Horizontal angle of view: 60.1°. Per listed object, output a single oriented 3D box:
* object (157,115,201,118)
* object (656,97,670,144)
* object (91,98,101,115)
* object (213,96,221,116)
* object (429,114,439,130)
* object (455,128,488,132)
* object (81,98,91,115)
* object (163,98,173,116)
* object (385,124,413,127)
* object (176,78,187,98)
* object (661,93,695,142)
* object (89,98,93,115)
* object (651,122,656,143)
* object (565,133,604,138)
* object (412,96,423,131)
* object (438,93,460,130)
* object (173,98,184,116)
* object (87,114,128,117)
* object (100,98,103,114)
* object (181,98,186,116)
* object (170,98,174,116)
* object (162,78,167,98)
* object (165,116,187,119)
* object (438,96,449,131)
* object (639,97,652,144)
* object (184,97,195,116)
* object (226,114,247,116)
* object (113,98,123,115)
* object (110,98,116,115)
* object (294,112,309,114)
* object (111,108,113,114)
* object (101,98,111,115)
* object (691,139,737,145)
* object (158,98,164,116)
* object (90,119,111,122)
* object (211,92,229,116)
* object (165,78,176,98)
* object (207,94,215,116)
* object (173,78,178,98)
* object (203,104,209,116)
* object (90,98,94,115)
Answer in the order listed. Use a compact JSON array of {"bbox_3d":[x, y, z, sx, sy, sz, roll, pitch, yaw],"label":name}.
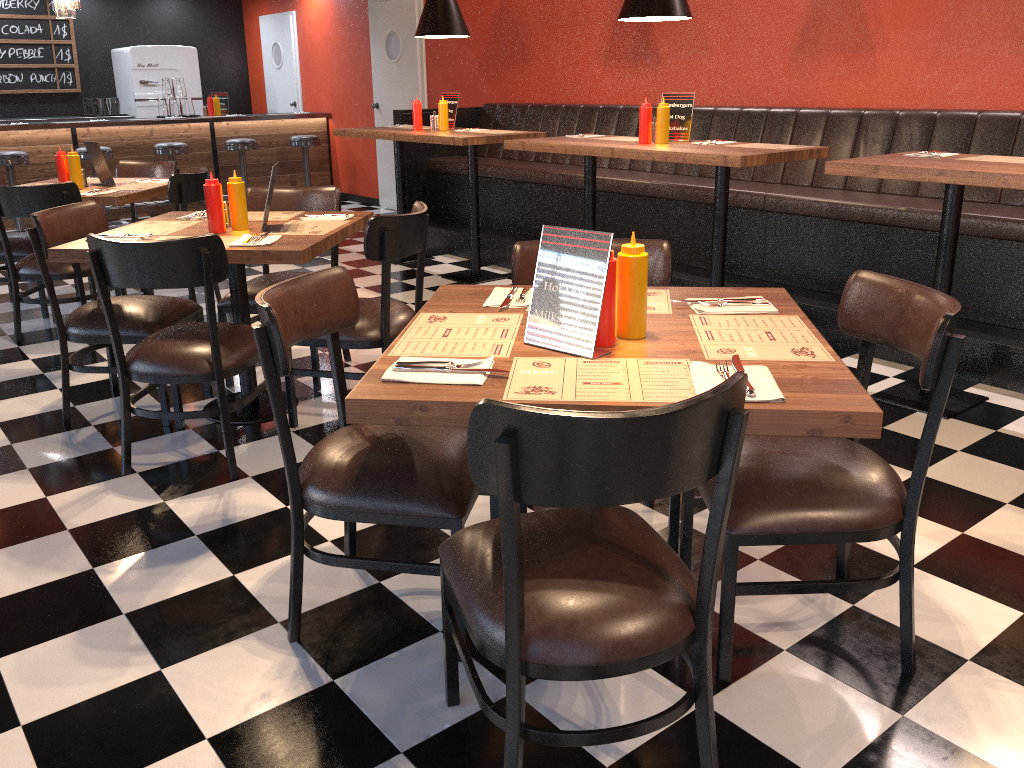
[{"bbox_3d":[-3.715,-2.982,9.872,0.439,0.018,0.275,-15,24,-36],"label":"object"},{"bbox_3d":[0.794,-1.384,4.658,0.068,0.235,0.068,-10,19,-28],"label":"object"},{"bbox_3d":[-4.903,-3.265,10.464,0.105,0.206,0.107,1,17,6],"label":"object"},{"bbox_3d":[-3.332,-3.150,10.007,0.068,0.235,0.068,5,18,20],"label":"object"},{"bbox_3d":[-0.553,-1.889,6.354,0.094,0.134,0.047,15,23,41],"label":"object"},{"bbox_3d":[-0.297,-1.781,6.204,0.256,0.019,0.158,-17,25,-39],"label":"object"},{"bbox_3d":[-5.173,-3.367,10.775,0.105,0.206,0.107,1,17,6],"label":"object"},{"bbox_3d":[-3.784,-3.034,9.732,0.105,0.206,0.107,1,17,6],"label":"object"},{"bbox_3d":[-0.889,-2.021,6.931,0.256,0.019,0.158,-17,25,-39],"label":"object"},{"bbox_3d":[-3.648,-3.265,9.764,0.105,0.206,0.107,1,17,6],"label":"object"},{"bbox_3d":[0.893,-1.455,4.831,0.189,0.254,0.073,9,20,30],"label":"object"},{"bbox_3d":[-5.057,-3.355,10.732,0.105,0.206,0.107,1,17,6],"label":"object"},{"bbox_3d":[0.768,-1.372,4.782,0.094,0.134,0.047,14,23,40],"label":"object"},{"bbox_3d":[0.428,-1.506,5.367,0.256,0.019,0.158,-17,25,-39],"label":"object"},{"bbox_3d":[-0.680,-1.941,6.353,0.068,0.235,0.068,7,19,25],"label":"object"},{"bbox_3d":[-0.467,-1.986,6.446,0.189,0.254,0.073,15,23,41],"label":"object"},{"bbox_3d":[-3.692,-3.055,9.789,0.105,0.206,0.107,1,17,6],"label":"object"},{"bbox_3d":[-4.851,-3.221,10.622,0.439,0.018,0.275,-15,24,-36],"label":"object"},{"bbox_3d":[-5.068,-3.400,10.867,0.105,0.206,0.107,1,17,6],"label":"object"},{"bbox_3d":[-3.673,-3.107,9.938,0.105,0.206,0.107,1,17,6],"label":"object"},{"bbox_3d":[-3.766,-3.081,9.867,0.105,0.206,0.107,1,17,6],"label":"object"},{"bbox_3d":[-3.807,-3.264,9.769,0.105,0.206,0.107,1,17,6],"label":"object"},{"bbox_3d":[-3.638,-2.878,9.565,0.158,0.019,0.257,-17,25,-40],"label":"object"},{"bbox_3d":[-0.484,-1.908,6.249,0.068,0.235,0.068,7,19,25],"label":"object"},{"bbox_3d":[0.708,-1.395,4.693,0.068,0.235,0.068,-6,18,-17],"label":"object"},{"bbox_3d":[-3.591,-3.080,9.857,0.105,0.206,0.107,1,17,6],"label":"object"},{"bbox_3d":[-3.121,-3.033,9.991,0.158,0.019,0.257,-18,25,-40],"label":"object"},{"bbox_3d":[-4.707,-3.318,10.608,0.105,0.206,0.107,1,17,6],"label":"object"},{"bbox_3d":[-4.784,-3.345,10.691,0.105,0.206,0.107,1,17,6],"label":"object"},{"bbox_3d":[-2.486,-3.208,10.473,0.158,0.019,0.257,-11,21,-26],"label":"object"},{"bbox_3d":[-4.904,-3.402,10.864,0.105,0.206,0.107,1,17,6],"label":"object"},{"bbox_3d":[-4.839,-3.303,10.572,0.105,0.206,0.107,1,17,6],"label":"object"},{"bbox_3d":[1.049,-1.272,4.653,0.256,0.019,0.158,-17,25,-39],"label":"object"},{"bbox_3d":[-3.863,-3.059,9.808,0.105,0.206,0.107,1,17,6],"label":"object"},{"bbox_3d":[-4.238,-2.711,9.105,0.158,0.019,0.257,-15,23,-35],"label":"object"},{"bbox_3d":[-3.341,-3.205,10.141,0.188,0.254,0.073,-2,17,-3],"label":"object"},{"bbox_3d":[-3.747,-3.243,9.703,0.105,0.206,0.107,1,17,6],"label":"object"},{"bbox_3d":[-3.376,-3.122,9.928,0.068,0.235,0.068,-3,17,-7],"label":"object"},{"bbox_3d":[-3.722,-3.292,9.845,0.105,0.206,0.107,1,17,6],"label":"object"},{"bbox_3d":[-3.447,-3.093,10.006,0.094,0.134,0.047,-17,23,-41],"label":"object"},{"bbox_3d":[-4.961,-3.294,10.552,0.105,0.206,0.107,1,17,6],"label":"object"}]
